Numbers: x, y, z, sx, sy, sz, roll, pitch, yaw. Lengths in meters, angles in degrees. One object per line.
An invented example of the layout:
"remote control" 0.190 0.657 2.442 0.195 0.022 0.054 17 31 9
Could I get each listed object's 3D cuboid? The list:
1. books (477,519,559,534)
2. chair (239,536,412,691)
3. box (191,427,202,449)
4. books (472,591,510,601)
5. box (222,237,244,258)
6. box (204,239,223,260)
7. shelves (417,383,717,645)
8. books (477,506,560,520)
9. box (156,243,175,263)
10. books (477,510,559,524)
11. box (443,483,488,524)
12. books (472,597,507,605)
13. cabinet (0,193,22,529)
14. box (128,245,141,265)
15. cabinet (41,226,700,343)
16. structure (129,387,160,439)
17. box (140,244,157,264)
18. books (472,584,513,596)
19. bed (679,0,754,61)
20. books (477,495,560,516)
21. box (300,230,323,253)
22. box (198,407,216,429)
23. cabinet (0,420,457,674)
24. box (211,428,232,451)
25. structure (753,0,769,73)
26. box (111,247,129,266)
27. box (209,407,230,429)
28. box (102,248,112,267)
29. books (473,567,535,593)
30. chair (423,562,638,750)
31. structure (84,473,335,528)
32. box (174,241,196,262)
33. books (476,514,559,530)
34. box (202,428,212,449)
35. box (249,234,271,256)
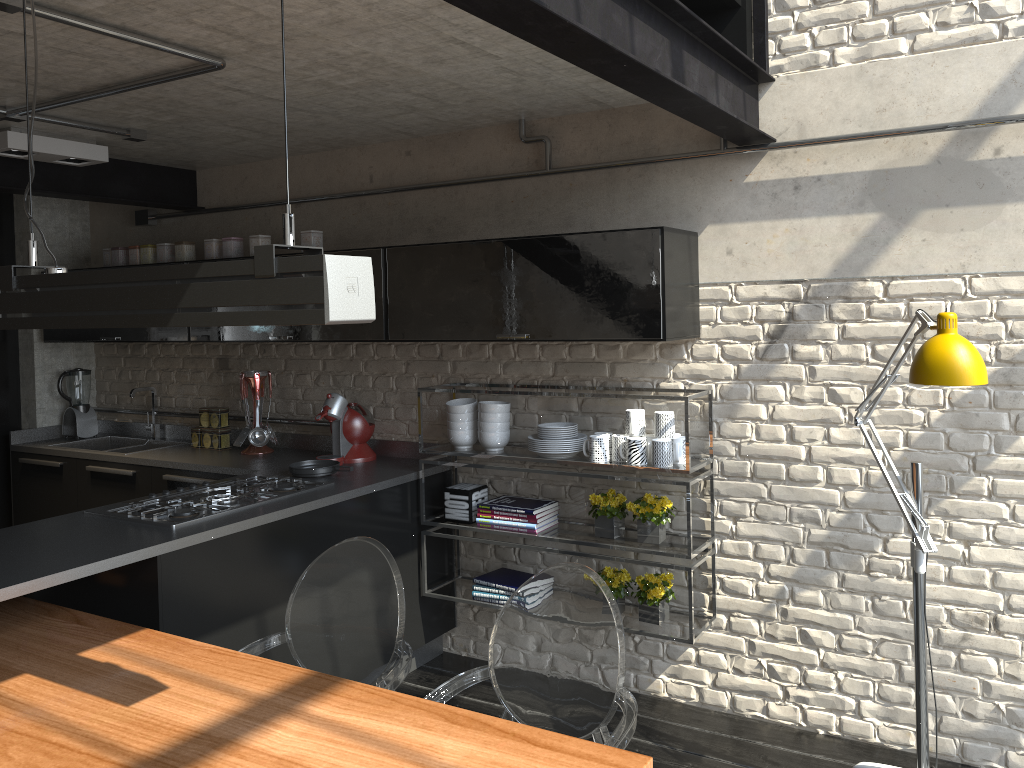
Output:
"books" 0.029 0.602 3.842 0.292 0.021 0.212 1 6 30
"chair" -0.535 0.973 2.500 0.540 0.938 0.591 -1 2 16
"box" -1.705 0.292 4.849 0.081 0.110 0.081 0 3 36
"books" -0.004 0.900 3.848 0.278 0.023 0.201 1 5 25
"box" -1.428 -0.694 4.531 0.081 0.110 0.081 0 3 31
"box" -1.545 -0.697 4.601 0.081 0.110 0.081 0 3 31
"shelves" 0.202 0.483 3.735 1.250 0.925 0.289 1 2 31
"books" 0.030 0.543 3.845 0.292 0.021 0.212 2 6 31
"box" -1.869 -0.705 4.794 0.081 0.110 0.081 0 3 31
"books" 0.028 0.563 3.841 0.292 0.021 0.212 1 6 29
"box" -0.205 0.533 3.962 0.150 0.150 0.150 0 4 31
"books" -0.001 0.921 3.853 0.278 0.023 0.201 1 6 30
"cabinet" -3.772 0.116 4.482 0.553 2.469 2.326 -1 3 31
"box" -2.070 -0.710 4.910 0.081 0.110 0.081 0 3 31
"cabinet" -1.020 -0.425 4.385 3.894 0.420 0.400 1 4 31
"structure" -2.170 0.174 5.186 0.089 0.310 0.177 -1 2 31
"box" -1.987 -0.708 4.863 0.081 0.110 0.081 0 3 31
"books" -0.002 0.878 3.852 0.278 0.023 0.201 1 6 29
"bed" -1.686 -1.552 3.398 4.479 0.839 2.703 1 5 31
"books" 0.027 0.524 3.840 0.292 0.021 0.212 2 6 34
"box" -0.963 -0.682 4.260 0.081 0.110 0.081 0 3 31
"box" -1.657 0.183 4.832 0.081 0.110 0.081 -1 2 6
"cabinet" -2.068 0.861 3.868 2.746 1.002 2.439 1 5 31
"box" -1.564 0.296 4.764 0.081 0.110 0.081 1 3 41
"structure" -1.642 -0.179 2.246 3.787 3.333 4.798 1 4 31
"box" -2.199 -0.713 4.982 0.081 0.110 0.081 0 3 31
"box" -1.584 0.185 4.788 0.081 0.110 0.081 0 3 26
"box" -2.273 -0.716 5.039 0.081 0.110 0.081 0 3 31
"books" -0.001 0.856 3.855 0.278 0.023 0.201 3 6 40
"chair" 0.053 0.986 2.180 0.540 0.938 0.591 0 2 26
"structure" -1.160 0.438 3.482 0.502 0.026 0.814 2 6 31
"box" -1.743 -0.702 4.719 0.081 0.110 0.081 0 3 31
"books" 0.025 0.583 3.835 0.292 0.021 0.212 1 6 31
"box" -1.630 0.294 4.808 0.081 0.110 0.081 0 3 26
"box" -1.261 -0.690 4.435 0.081 0.110 0.081 0 3 31
